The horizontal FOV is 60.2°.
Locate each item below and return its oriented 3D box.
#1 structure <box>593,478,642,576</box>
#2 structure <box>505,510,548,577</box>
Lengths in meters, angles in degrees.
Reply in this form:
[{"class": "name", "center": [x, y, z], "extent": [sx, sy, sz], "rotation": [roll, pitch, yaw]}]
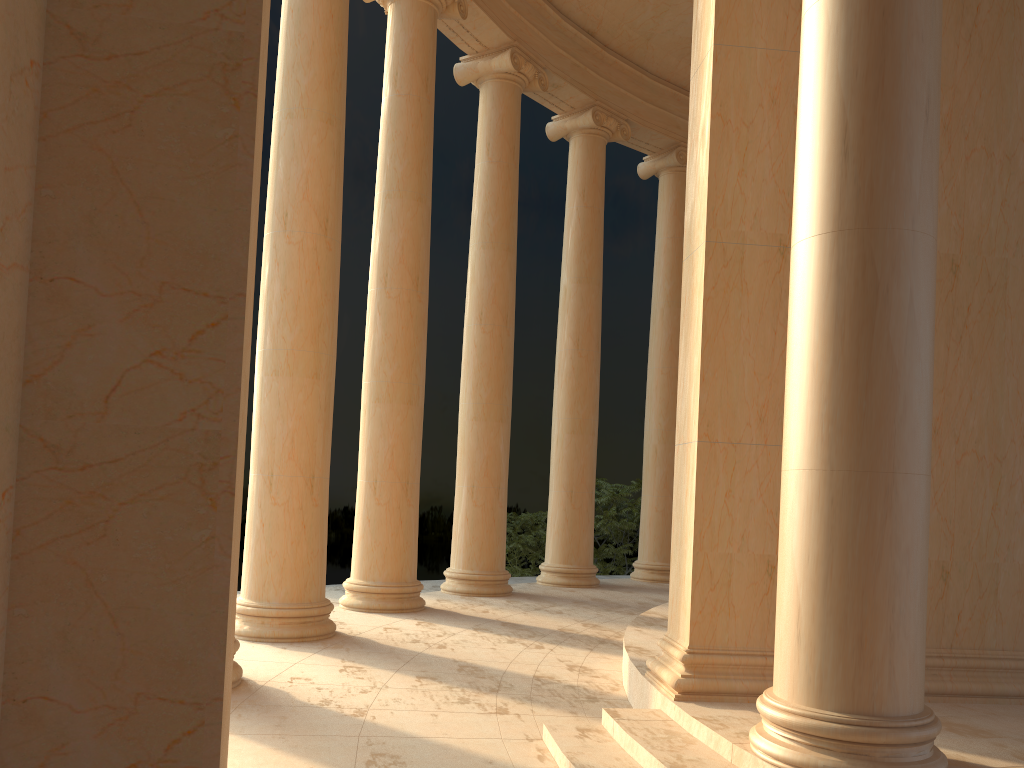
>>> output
[{"class": "structure", "center": [196.410, 315.926, 1601.702], "extent": [247.200, 298.546, 238.519], "rotation": [3, -4, -3]}, {"class": "structure", "center": [9.038, 309.208, 1511.945], "extent": [149.150, 187.732, 156.350], "rotation": [2, -4, 7]}]
